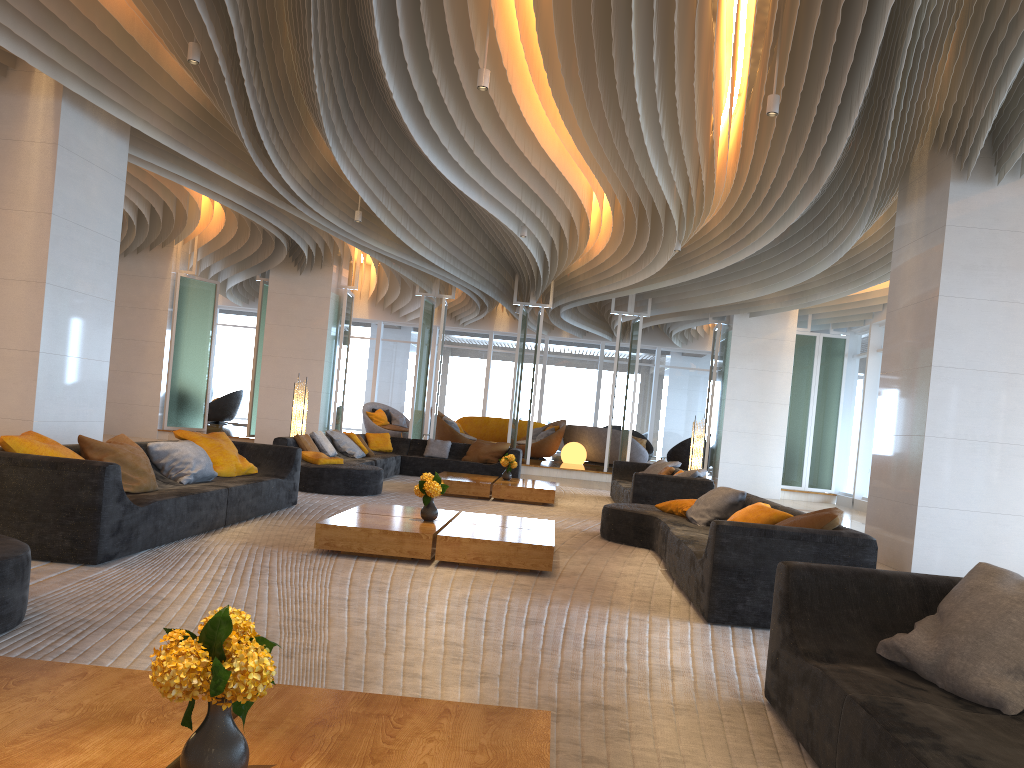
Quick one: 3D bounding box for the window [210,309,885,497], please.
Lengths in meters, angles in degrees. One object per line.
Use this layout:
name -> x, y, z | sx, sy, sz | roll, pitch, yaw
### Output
window -> 4.008, -0.059, 8.988 | 22.558, 3.221, 53.485 | 7, -3, -32

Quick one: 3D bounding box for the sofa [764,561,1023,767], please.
sofa -> 1.352, 0.921, 1.488 | 1.330, 0.582, 4.210 | 5, -2, 10

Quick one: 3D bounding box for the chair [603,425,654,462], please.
chair -> 2.931, 1.587, 22.896 | 1.534, 1.006, 1.124 | 6, -1, -16

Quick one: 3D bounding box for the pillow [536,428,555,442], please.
pillow -> 0.793, 1.201, 20.797 | 0.462, 0.409, 0.505 | 5, -1, 4

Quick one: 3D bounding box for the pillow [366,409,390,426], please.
pillow -> -3.391, 0.847, 22.520 | 0.466, 0.454, 0.628 | 5, -1, 19

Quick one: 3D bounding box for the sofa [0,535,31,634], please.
sofa -> -2.629, 0.602, 2.846 | 1.353, 0.576, 2.257 | 5, -2, 3

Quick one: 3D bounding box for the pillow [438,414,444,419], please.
pillow -> -1.596, 0.918, 20.604 | 0.372, 0.422, 0.606 | 5, -1, 1

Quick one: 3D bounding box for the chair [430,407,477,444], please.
chair -> -1.361, 1.080, 20.584 | 1.129, 1.005, 1.528 | 5, -1, 10

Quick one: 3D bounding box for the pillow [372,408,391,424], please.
pillow -> -3.348, 0.851, 22.924 | 0.365, 0.422, 0.617 | 5, -1, 36

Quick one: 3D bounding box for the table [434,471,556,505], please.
table -> -0.223, 1.397, 11.877 | 1.599, 0.220, 1.603 | 5, -2, 2

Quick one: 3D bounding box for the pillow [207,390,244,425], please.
pillow -> -8.052, 0.609, 24.488 | 1.132, 1.005, 1.523 | 5, -1, 5

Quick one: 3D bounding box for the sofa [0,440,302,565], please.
sofa -> -2.611, 0.767, 6.741 | 0.940, 0.582, 3.783 | 5, -2, 3

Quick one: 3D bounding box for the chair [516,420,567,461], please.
chair -> 0.679, 1.298, 21.136 | 1.144, 1.005, 1.508 | 6, -1, -10

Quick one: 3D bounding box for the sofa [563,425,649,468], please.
sofa -> 2.147, 1.484, 20.998 | 1.132, 0.901, 2.513 | 6, -2, -38

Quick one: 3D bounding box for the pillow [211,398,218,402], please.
pillow -> -8.029, 0.503, 24.130 | 0.458, 0.409, 0.510 | 5, -1, 19

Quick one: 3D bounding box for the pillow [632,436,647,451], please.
pillow -> 3.270, 1.532, 23.041 | 0.504, 0.409, 0.463 | 5, -1, -1

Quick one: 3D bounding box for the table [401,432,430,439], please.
table -> -2.250, 1.412, 22.259 | 1.074, 0.318, 0.823 | 5, -2, 8

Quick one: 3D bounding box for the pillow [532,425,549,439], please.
pillow -> 0.628, 1.184, 21.455 | 0.481, 0.454, 0.609 | 6, -1, -36

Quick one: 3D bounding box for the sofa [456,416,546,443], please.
sofa -> -0.252, 1.321, 22.534 | 2.577, 0.901, 1.103 | 6, -1, -9

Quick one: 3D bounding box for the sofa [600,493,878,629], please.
sofa -> 1.489, 1.165, 6.925 | 1.351, 0.582, 4.147 | 5, -2, 2

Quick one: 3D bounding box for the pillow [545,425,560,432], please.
pillow -> 0.936, 1.185, 21.200 | 0.376, 0.422, 0.598 | 6, -1, -19

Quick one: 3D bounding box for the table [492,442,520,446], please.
table -> -0.272, 1.530, 20.620 | 0.827, 0.318, 1.069 | 6, -2, -16

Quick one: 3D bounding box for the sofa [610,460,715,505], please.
sofa -> 1.906, 1.414, 11.842 | 0.940, 0.582, 3.783 | 5, -2, 3

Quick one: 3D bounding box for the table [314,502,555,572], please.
table -> -0.484, 1.153, 6.719 | 1.599, 0.220, 1.603 | 5, -2, 2

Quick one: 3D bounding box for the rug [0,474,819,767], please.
rug -> -0.477, 1.281, 7.044 | 5.505, 0.022, 16.247 | 5, -2, 3

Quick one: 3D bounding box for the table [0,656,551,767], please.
table -> -0.737, 0.915, 1.704 | 1.599, 0.220, 1.603 | 5, -2, 2

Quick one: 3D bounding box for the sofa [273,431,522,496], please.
sofa -> -1.367, 1.094, 12.462 | 2.821, 0.653, 5.097 | 5, -2, 3

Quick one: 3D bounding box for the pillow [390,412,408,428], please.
pillow -> -2.948, 0.941, 23.054 | 0.513, 0.409, 0.455 | 6, -1, -31

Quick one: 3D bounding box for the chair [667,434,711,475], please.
chair -> 4.450, 1.666, 21.370 | 1.542, 1.006, 1.119 | 6, -1, -25

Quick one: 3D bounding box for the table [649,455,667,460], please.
table -> 3.392, 1.934, 21.923 | 1.097, 0.318, 0.805 | 7, -2, -26

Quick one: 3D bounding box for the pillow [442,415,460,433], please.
pillow -> -1.401, 0.940, 20.257 | 0.477, 0.454, 0.614 | 6, -1, -16

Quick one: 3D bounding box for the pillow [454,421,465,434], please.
pillow -> -1.335, 1.004, 20.941 | 0.457, 0.409, 0.511 | 5, -1, 24

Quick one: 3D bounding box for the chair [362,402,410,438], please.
chair -> -3.175, 1.000, 22.765 | 1.114, 1.005, 1.548 | 4, -2, 45
